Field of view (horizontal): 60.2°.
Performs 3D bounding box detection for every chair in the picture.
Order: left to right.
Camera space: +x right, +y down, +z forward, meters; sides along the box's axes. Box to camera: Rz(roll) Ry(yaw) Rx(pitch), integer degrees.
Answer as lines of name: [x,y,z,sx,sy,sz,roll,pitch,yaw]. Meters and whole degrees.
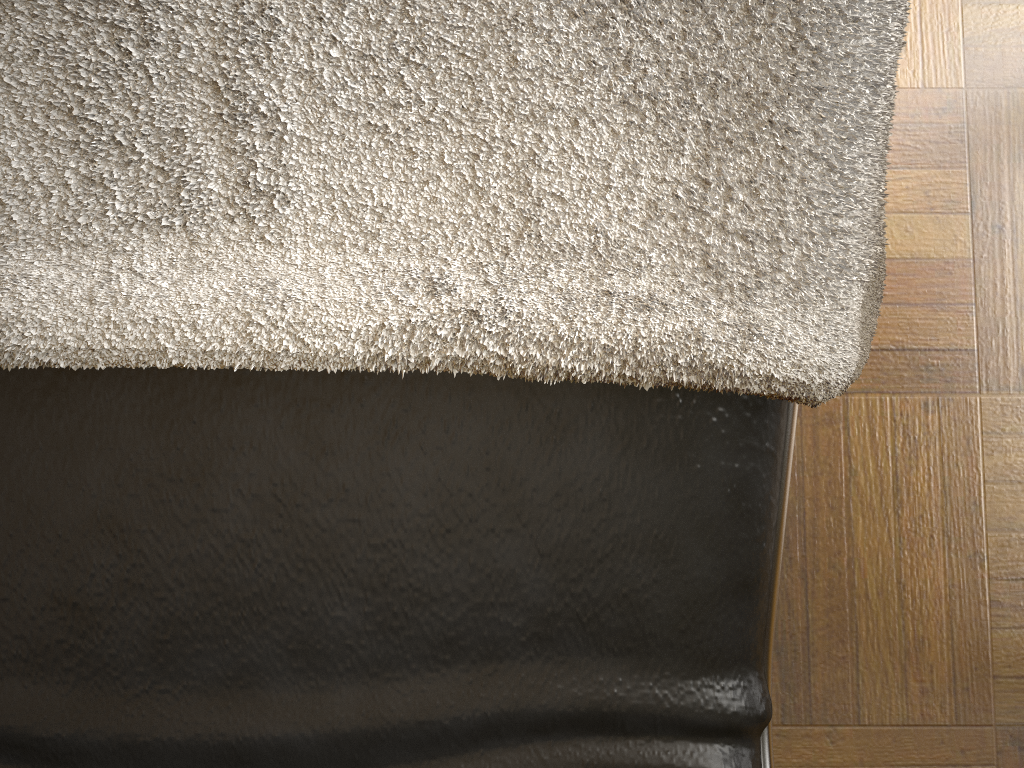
chair: [-0.166,0.081,0.320,0.635,0.792,1.802,0,86,0]

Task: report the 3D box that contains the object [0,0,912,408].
object: [-0.150,-0.449,0.516,0.917,0.517,0.915,0,86,0]
